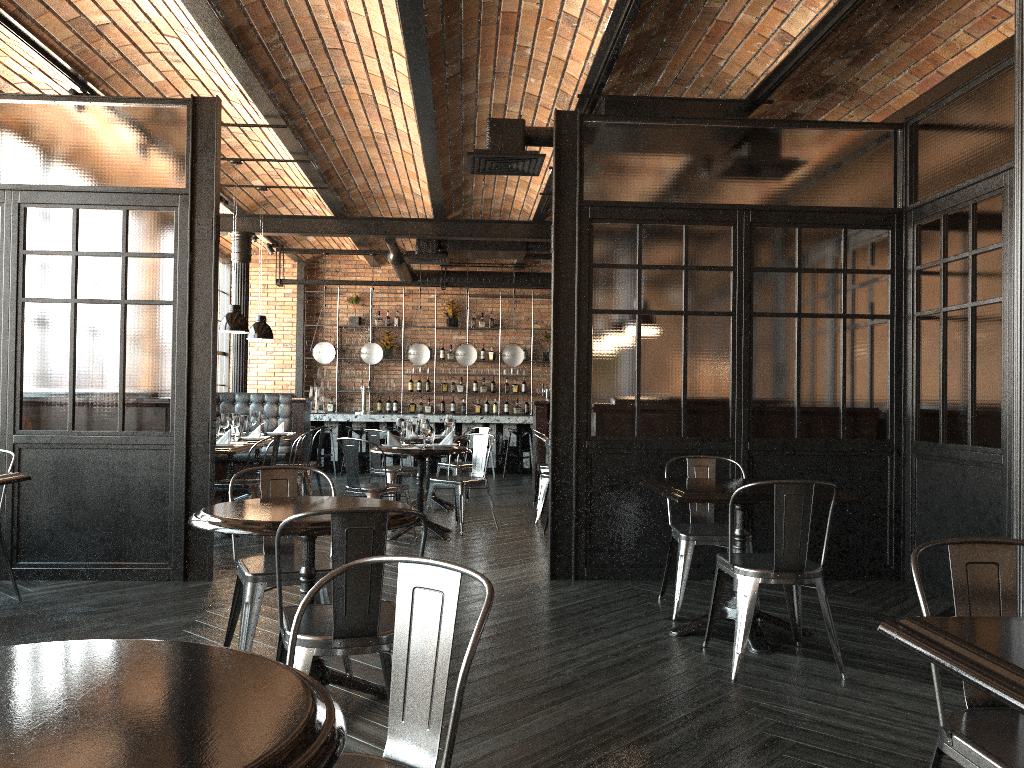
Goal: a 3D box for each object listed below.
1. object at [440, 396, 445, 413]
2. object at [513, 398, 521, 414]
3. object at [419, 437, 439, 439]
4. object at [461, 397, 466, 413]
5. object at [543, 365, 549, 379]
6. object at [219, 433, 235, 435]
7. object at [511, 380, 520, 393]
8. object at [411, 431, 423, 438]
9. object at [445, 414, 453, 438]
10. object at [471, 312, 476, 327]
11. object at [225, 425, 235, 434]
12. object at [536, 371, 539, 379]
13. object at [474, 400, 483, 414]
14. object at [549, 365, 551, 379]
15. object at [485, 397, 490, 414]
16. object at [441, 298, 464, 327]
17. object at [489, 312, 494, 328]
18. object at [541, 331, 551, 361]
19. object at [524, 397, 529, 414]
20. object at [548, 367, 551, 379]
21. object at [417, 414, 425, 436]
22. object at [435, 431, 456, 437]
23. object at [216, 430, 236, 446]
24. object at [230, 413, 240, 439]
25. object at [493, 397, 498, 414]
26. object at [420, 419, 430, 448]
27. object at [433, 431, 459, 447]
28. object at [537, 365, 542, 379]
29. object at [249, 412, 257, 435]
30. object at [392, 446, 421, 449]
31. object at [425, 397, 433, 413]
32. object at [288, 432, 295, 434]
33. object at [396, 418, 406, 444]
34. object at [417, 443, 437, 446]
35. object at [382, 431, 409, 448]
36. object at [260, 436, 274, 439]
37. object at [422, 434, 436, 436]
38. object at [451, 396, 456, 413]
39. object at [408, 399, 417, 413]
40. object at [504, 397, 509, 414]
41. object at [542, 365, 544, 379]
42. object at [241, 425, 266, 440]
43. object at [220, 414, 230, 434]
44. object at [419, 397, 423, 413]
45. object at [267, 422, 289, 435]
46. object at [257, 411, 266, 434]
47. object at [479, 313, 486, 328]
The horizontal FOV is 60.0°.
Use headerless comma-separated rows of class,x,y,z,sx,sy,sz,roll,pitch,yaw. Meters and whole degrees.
object,-1.215,0.365,15.583,0.086,0.297,0.086,0,-1,31
object,0.092,0.394,15.664,0.123,0.279,0.123,1,-1,-14
object,-0.833,0.552,9.158,0.157,0.019,0.255,0,-1,27
object,-0.853,0.379,15.627,0.083,0.282,0.083,1,-1,-18
object,0.597,-0.208,15.622,0.092,0.244,0.092,0,-1,36
object,-2.969,0.528,9.361,0.255,0.019,0.157,1,-1,-3
object,0.062,0.046,15.681,0.151,0.248,0.094,1,-1,6
object,-1.029,0.496,9.227,0.232,0.139,0.232,0,-1,41
object,-0.664,0.445,9.353,0.092,0.244,0.092,1,-1,-4
object,-0.678,-1.126,15.659,0.083,0.282,0.083,1,-1,-3
object,-2.981,0.476,9.584,0.232,0.139,0.232,1,-1,-9
object,0.479,-0.208,15.781,0.092,0.244,0.092,0,-1,36
object,-0.593,0.400,15.640,0.151,0.248,0.094,1,-1,6
object,0.696,-0.207,15.628,0.092,0.244,0.092,0,-1,36
object,-0.440,0.377,15.663,0.086,0.298,0.086,2,-1,-44
object,-1.068,-1.253,15.677,0.425,0.526,0.430,1,-1,-1
object,-0.365,-1.122,15.676,0.083,0.282,0.083,1,-1,-18
object,0.666,-0.672,15.690,0.374,0.560,0.398,1,-1,-31
object,0.260,0.385,15.690,0.086,0.299,0.086,2,-1,-44
object,0.687,-0.205,15.792,0.092,0.244,0.092,0,-1,36
object,-0.976,0.443,9.521,0.092,0.244,0.092,1,-1,-4
object,-0.712,0.505,9.541,0.232,0.139,0.232,1,-1,-33
object,-2.419,0.450,7.402,0.232,0.139,0.232,1,-1,-6
object,-2.678,0.406,8.583,0.092,0.244,0.092,2,-1,-42
object,-0.294,0.380,15.657,0.080,0.299,0.080,1,-1,-1
object,-0.728,0.414,7.437,0.092,0.244,0.092,1,-1,-6
object,-0.579,0.479,7.694,0.232,0.139,0.232,0,-1,42
object,0.488,-0.210,15.616,0.092,0.244,0.092,0,-1,36
object,-2.756,0.418,9.431,0.092,0.244,0.092,2,-1,-42
object,-0.853,0.524,7.331,0.255,0.019,0.157,1,-1,-23
object,-1.460,0.372,15.581,0.123,0.279,0.123,1,-1,11
object,-2.540,0.541,9.859,0.255,0.019,0.157,1,-1,-3
object,-0.964,0.415,7.702,0.092,0.244,0.092,1,-1,-40
object,-0.742,0.533,7.824,0.255,0.019,0.157,2,-1,-43
object,-0.985,0.470,7.507,0.232,0.139,0.232,1,-1,-7
object,-2.481,0.525,8.748,0.255,0.019,0.157,1,-1,-3
object,-0.897,0.560,9.660,0.255,0.019,0.157,2,-1,-43
object,-1.036,0.368,15.625,0.086,0.298,0.086,2,-1,-44
object,-1.753,0.384,15.578,0.151,0.248,0.094,1,-1,-14
object,-0.090,0.381,15.676,0.086,0.298,0.086,2,-1,-44
object,0.589,-0.206,15.787,0.092,0.244,0.092,0,-1,36
object,-2.477,0.466,8.491,0.232,0.139,0.232,1,-1,-6
object,-2.697,0.402,8.320,0.092,0.244,0.092,0,-1,36
object,-1.599,0.368,15.587,0.083,0.282,0.083,1,-1,-3
object,-2.537,0.482,9.602,0.232,0.139,0.232,1,-1,-6
object,-2.737,0.423,9.694,0.092,0.244,0.092,2,-1,-42
object,-0.522,-1.122,15.669,0.123,0.279,0.123,1,-1,1
